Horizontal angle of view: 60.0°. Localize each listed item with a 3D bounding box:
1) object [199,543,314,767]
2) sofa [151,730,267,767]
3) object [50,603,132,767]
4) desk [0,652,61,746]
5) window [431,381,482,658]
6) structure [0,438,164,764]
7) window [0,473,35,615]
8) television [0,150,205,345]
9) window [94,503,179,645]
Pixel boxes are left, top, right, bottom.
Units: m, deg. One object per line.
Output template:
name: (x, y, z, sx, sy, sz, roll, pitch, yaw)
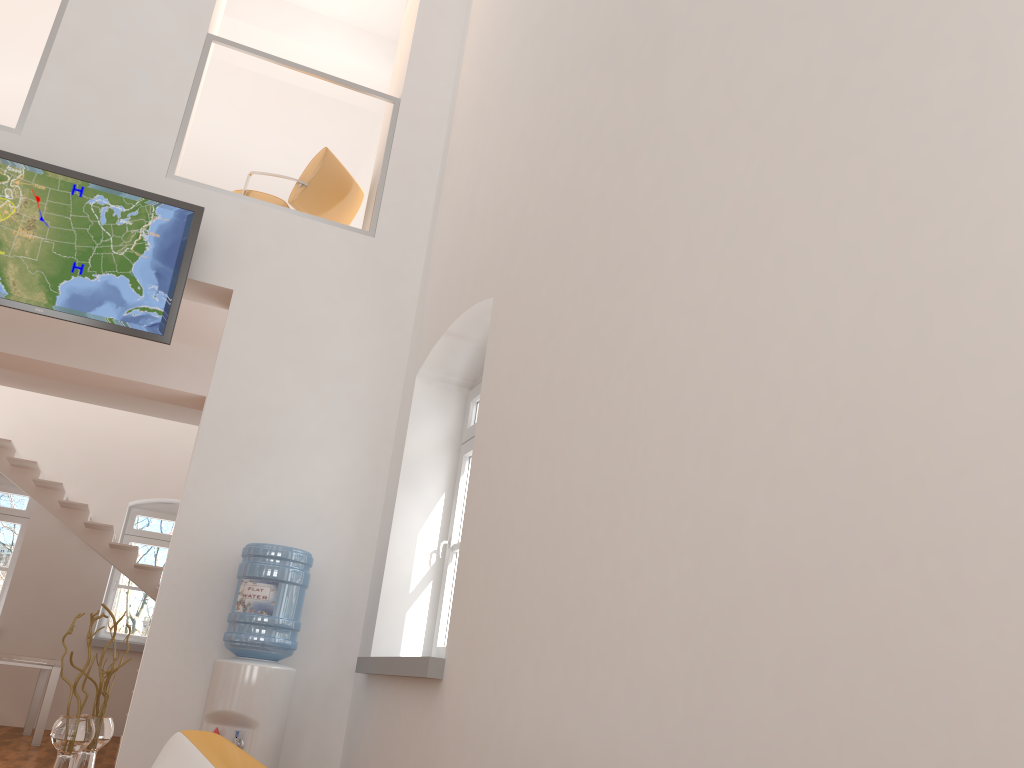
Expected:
object: (-1.337, 1.586, 4.521, 0.436, 1.490, 0.436, 20, -23, -32)
sofa: (-1.016, 1.126, 1.910, 0.825, 0.661, 2.010, 15, -21, -20)
object: (-2.231, 1.744, 4.706, 0.284, 1.112, 0.655, 7, -20, 1)
desk: (-5.480, 2.769, 8.119, 2.239, 0.750, 1.092, 18, -22, -28)
window: (-0.105, 0.616, 4.547, 0.142, 1.627, 1.302, 14, -21, -18)
structure: (-4.686, 1.824, 8.601, 4.630, 3.042, 3.450, 14, -21, -18)
window: (-6.349, 1.835, 10.238, 1.308, 1.737, 0.142, 14, -21, -18)
television: (-2.507, -0.779, 4.884, 1.388, 0.803, 0.266, 14, -21, -18)
window: (-4.237, 2.357, 10.964, 1.308, 1.737, 0.142, 14, -21, -18)
